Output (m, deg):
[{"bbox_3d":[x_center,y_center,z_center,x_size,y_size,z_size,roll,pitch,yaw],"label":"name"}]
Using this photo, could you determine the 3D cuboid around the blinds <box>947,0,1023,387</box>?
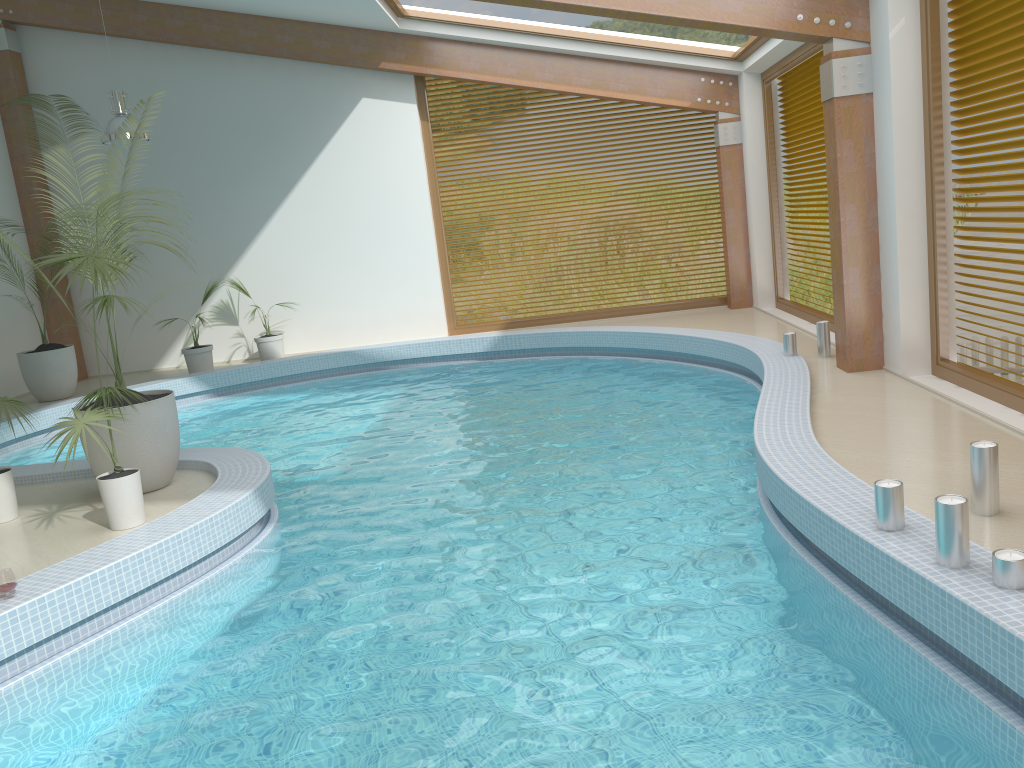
[{"bbox_3d":[3.252,-1.176,4.675,0.095,2.921,4.200,-6,10,4],"label":"blinds"}]

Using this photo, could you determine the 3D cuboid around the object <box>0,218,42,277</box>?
[{"bbox_3d":[-6.200,-0.833,8.917,2.729,2.960,2.979,-13,12,-30],"label":"object"}]

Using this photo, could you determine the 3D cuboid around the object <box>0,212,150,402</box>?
[{"bbox_3d":[-5.886,-1.300,11.239,2.729,2.960,2.979,-10,11,-15],"label":"object"}]

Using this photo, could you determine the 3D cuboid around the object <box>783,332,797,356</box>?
[{"bbox_3d":[2.493,-0.364,7.956,0.115,0.204,0.115,3,14,44],"label":"object"}]

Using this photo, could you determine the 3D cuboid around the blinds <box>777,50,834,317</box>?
[{"bbox_3d":[3.511,-2.119,9.612,0.095,2.921,4.200,-6,10,4],"label":"blinds"}]

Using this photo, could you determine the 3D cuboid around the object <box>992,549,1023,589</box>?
[{"bbox_3d":[1.776,0.658,3.159,0.115,0.107,0.115,-15,13,-36],"label":"object"}]

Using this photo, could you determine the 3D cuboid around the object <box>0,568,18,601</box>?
[{"bbox_3d":[-2.402,0.950,4.206,0.102,0.137,0.102,-4,11,13],"label":"object"}]

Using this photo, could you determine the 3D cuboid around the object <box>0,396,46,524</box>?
[{"bbox_3d":[-3.587,0.093,5.741,1.059,1.695,0.791,2,13,39],"label":"object"}]

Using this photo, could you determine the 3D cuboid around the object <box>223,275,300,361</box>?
[{"bbox_3d":[-3.485,-0.942,12.342,1.067,1.310,0.822,-4,11,16],"label":"object"}]

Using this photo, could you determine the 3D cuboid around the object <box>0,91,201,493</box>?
[{"bbox_3d":[-2.789,-0.677,5.858,2.979,2.960,2.729,-3,11,21],"label":"object"}]

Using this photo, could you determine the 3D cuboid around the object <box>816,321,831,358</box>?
[{"bbox_3d":[2.846,-0.410,8.097,0.115,0.320,0.115,-15,13,-36],"label":"object"}]

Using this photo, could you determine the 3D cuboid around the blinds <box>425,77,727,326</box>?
[{"bbox_3d":[1.004,-2.972,12.753,4.500,4.025,0.099,-6,10,4],"label":"blinds"}]

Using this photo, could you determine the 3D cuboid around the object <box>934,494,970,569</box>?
[{"bbox_3d":[1.669,0.558,3.362,0.115,0.254,0.115,3,14,44],"label":"object"}]

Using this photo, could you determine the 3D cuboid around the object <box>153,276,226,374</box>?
[{"bbox_3d":[-4.255,-0.782,11.973,0.822,1.310,1.067,3,14,43],"label":"object"}]

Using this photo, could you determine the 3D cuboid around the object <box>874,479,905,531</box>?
[{"bbox_3d":[1.613,0.516,3.791,0.115,0.194,0.115,3,14,44],"label":"object"}]

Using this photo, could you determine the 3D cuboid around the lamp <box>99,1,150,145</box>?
[{"bbox_3d":[-4.427,-3.664,9.734,0.506,1.958,0.505,-6,10,4],"label":"lamp"}]

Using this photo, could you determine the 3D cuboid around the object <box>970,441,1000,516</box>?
[{"bbox_3d":[2.144,0.427,4.023,0.115,0.320,0.115,-15,13,-36],"label":"object"}]

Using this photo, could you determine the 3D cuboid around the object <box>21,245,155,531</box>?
[{"bbox_3d":[-2.382,0.036,5.268,0.791,1.695,1.059,-8,11,-9],"label":"object"}]
